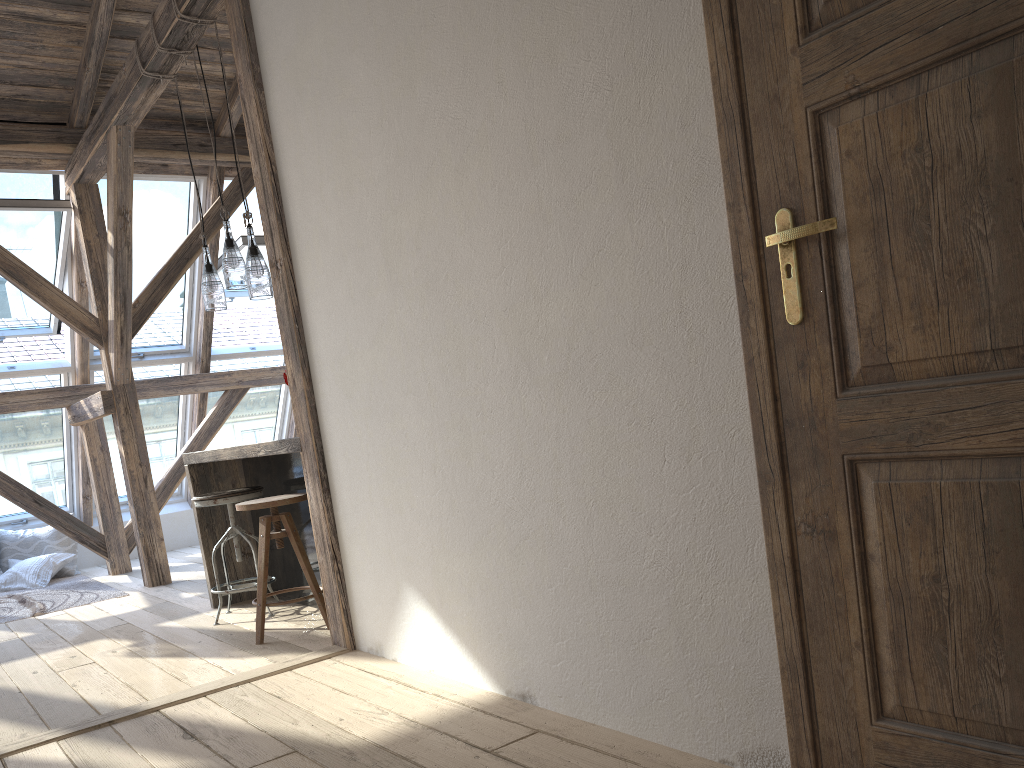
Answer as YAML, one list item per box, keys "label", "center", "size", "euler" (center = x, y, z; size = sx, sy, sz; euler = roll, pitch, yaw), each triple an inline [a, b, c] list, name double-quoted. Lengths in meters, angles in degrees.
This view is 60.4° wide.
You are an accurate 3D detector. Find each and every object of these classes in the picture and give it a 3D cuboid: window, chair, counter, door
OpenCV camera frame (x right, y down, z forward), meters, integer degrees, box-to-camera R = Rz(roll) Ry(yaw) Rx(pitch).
- label: "window"
  center: [-3.923, 0.535, 6.988]
  size: [0.846, 1.287, 1.100]
  euler: [-11, 4, -36]
- label: "window"
  center: [-3.190, 0.442, 7.520]
  size: [0.846, 1.287, 1.100]
  euler: [-11, 4, -36]
- label: "chair"
  center: [-1.016, 0.803, 3.914]
  size: [0.339, 0.601, 0.340]
  euler: [-9, 4, -16]
- label: "window"
  center: [-2.078, -0.933, 7.179]
  size: [0.846, 1.286, 1.527]
  euler: [-11, 3, -36]
- label: "counter"
  center: [-0.992, 0.719, 5.649]
  size: [2.218, 0.858, 3.832]
  euler: [-8, -1, -36]
- label: "window"
  center: [-3.537, -0.750, 6.104]
  size: [0.846, 1.287, 1.412]
  euler: [-11, 3, -36]
- label: "door"
  center: [0.676, -0.252, 1.350]
  size: [0.081, 2.089, 0.843]
  euler: [-12, 6, -36]
- label: "window"
  center: [-2.456, 0.350, 8.052]
  size: [0.846, 1.287, 1.100]
  euler: [-11, 4, -36]
- label: "chair"
  center: [-1.372, 0.848, 4.417]
  size: [0.353, 0.642, 0.351]
  euler: [-8, 4, -2]
- label: "window"
  center: [-2.775, -0.847, 6.596]
  size: [0.846, 1.287, 1.100]
  euler: [-11, 4, -36]

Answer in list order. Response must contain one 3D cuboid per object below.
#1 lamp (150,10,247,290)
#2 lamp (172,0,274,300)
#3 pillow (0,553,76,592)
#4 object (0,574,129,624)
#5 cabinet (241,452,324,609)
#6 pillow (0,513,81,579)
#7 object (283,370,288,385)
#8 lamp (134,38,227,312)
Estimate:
- label: "lamp"
  center: [-1.432, -1.058, 4.035]
  size: [0.237, 1.249, 0.108]
  euler: [-10, 6, -24]
- label: "lamp"
  center: [-1.247, -1.039, 3.783]
  size: [0.223, 1.354, 0.109]
  euler: [-12, 7, -33]
- label: "pillow"
  center: [-3.762, 1.478, 6.849]
  size: [0.537, 0.244, 0.472]
  euler: [-8, 0, 5]
- label: "object"
  center: [-4.370, 1.607, 5.661]
  size: [3.154, 0.057, 2.199]
  euler: [-7, -2, -36]
- label: "cabinet"
  center: [-0.934, -0.133, 5.443]
  size: [2.070, 2.527, 4.236]
  euler: [-10, 1, -36]
- label: "pillow"
  center: [-4.078, 1.388, 7.016]
  size: [1.144, 0.538, 0.502]
  euler: [-8, 2, -31]
- label: "object"
  center: [-0.775, -0.008, 3.611]
  size: [0.311, 0.419, 0.249]
  euler: [-8, 4, -3]
- label: "lamp"
  center: [-1.605, -1.001, 4.268]
  size: [0.222, 1.300, 0.108]
  euler: [-12, 7, -34]
